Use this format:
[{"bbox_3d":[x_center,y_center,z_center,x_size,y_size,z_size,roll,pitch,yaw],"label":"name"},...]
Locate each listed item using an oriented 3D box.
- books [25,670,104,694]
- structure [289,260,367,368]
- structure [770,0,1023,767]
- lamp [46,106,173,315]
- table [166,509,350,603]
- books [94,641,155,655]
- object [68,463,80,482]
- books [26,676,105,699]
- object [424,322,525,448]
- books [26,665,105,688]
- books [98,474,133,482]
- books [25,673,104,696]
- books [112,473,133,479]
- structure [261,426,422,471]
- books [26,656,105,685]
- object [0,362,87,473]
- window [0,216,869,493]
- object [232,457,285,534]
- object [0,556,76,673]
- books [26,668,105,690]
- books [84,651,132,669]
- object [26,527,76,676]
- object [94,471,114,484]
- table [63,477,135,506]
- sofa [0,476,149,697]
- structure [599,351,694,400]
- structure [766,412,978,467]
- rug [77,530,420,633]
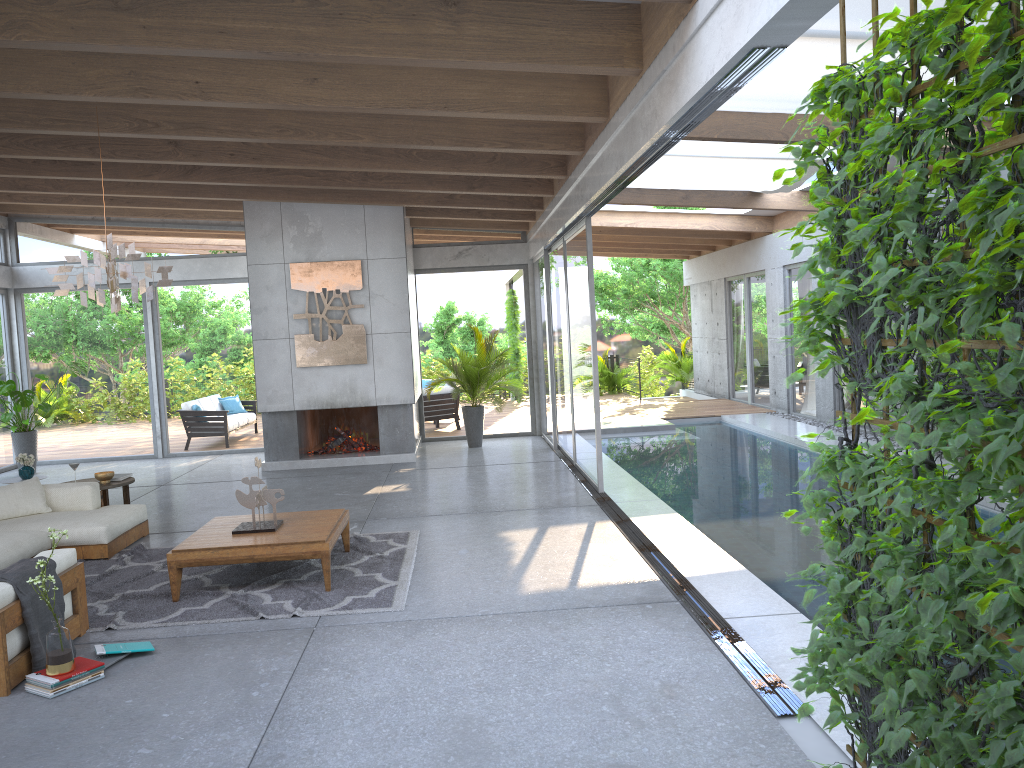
[{"bbox_3d":[-2.252,1.483,4.468,0.219,0.012,0.286,-1,4,31],"label":"books"},{"bbox_3d":[-2.375,-0.911,11.506,0.919,1.351,0.041,-3,3,-3],"label":"structure"},{"bbox_3d":[2.839,-0.213,5.352,2.739,2.687,10.282,-2,4,14],"label":"structure"},{"bbox_3d":[-2.844,-1.154,6.047,0.862,1.400,0.636,0,5,43],"label":"lamp"},{"bbox_3d":[-1.750,1.202,6.351,1.048,0.352,1.112,-3,3,-3],"label":"table"},{"bbox_3d":[-2.128,1.448,4.866,0.288,0.074,0.219,-5,4,-28],"label":"books"},{"bbox_3d":[-4.026,0.839,8.172,0.099,0.212,0.099,-1,4,27],"label":"object"},{"bbox_3d":[-2.251,1.507,4.469,0.219,0.012,0.286,-1,4,31],"label":"books"},{"bbox_3d":[-0.569,0.006,12.897,1.484,1.819,1.798,-3,3,4],"label":"object"},{"bbox_3d":[-2.250,1.457,4.472,0.219,0.012,0.286,-1,4,31],"label":"books"},{"bbox_3d":[-3.819,0.904,8.542,0.220,0.015,0.303,-3,3,-4],"label":"books"},{"bbox_3d":[-2.251,1.495,4.463,0.219,0.012,0.286,-1,4,31],"label":"books"},{"bbox_3d":[-3.812,0.891,8.540,0.205,0.012,0.290,-3,3,2],"label":"books"},{"bbox_3d":[-2.357,0.734,12.728,2.012,0.595,2.203,-3,3,-3],"label":"structure"},{"bbox_3d":[-2.253,1.445,4.475,0.219,0.012,0.286,-1,4,31],"label":"books"},{"bbox_3d":[-6.904,0.487,12.535,1.416,1.540,1.731,-2,4,16],"label":"object"},{"bbox_3d":[-1.922,-0.464,5.957,14.294,3.764,23.280,-3,3,-3],"label":"window"},{"bbox_3d":[-1.800,0.768,6.346,0.346,0.518,0.379,-3,3,-3],"label":"object"},{"bbox_3d":[-2.753,1.330,4.750,0.857,0.704,0.472,-3,3,-7],"label":"object"},{"bbox_3d":[-2.252,1.469,4.482,0.219,0.012,0.286,-1,4,31],"label":"books"},{"bbox_3d":[-2.204,1.475,4.763,0.219,0.012,0.286,-2,4,12],"label":"books"},{"bbox_3d":[-2.280,1.070,4.371,0.171,0.750,0.238,-2,4,18],"label":"object"},{"bbox_3d":[-3.812,0.878,8.299,0.173,0.097,0.173,-5,4,-24],"label":"object"},{"bbox_3d":[-3.937,1.150,8.373,0.725,0.441,0.725,-6,5,-42],"label":"table"},{"bbox_3d":[-3.593,1.180,6.141,1.965,0.777,3.733,-3,3,-3],"label":"sofa"},{"bbox_3d":[-6.229,0.807,14.382,15.587,3.022,31.708,0,4,37],"label":"structure"},{"bbox_3d":[4.983,0.887,8.578,0.477,0.068,13.673,-3,3,-3],"label":"structure"},{"bbox_3d":[-2.306,1.375,6.382,3.186,0.056,2.187,-3,3,-3],"label":"rug"}]
